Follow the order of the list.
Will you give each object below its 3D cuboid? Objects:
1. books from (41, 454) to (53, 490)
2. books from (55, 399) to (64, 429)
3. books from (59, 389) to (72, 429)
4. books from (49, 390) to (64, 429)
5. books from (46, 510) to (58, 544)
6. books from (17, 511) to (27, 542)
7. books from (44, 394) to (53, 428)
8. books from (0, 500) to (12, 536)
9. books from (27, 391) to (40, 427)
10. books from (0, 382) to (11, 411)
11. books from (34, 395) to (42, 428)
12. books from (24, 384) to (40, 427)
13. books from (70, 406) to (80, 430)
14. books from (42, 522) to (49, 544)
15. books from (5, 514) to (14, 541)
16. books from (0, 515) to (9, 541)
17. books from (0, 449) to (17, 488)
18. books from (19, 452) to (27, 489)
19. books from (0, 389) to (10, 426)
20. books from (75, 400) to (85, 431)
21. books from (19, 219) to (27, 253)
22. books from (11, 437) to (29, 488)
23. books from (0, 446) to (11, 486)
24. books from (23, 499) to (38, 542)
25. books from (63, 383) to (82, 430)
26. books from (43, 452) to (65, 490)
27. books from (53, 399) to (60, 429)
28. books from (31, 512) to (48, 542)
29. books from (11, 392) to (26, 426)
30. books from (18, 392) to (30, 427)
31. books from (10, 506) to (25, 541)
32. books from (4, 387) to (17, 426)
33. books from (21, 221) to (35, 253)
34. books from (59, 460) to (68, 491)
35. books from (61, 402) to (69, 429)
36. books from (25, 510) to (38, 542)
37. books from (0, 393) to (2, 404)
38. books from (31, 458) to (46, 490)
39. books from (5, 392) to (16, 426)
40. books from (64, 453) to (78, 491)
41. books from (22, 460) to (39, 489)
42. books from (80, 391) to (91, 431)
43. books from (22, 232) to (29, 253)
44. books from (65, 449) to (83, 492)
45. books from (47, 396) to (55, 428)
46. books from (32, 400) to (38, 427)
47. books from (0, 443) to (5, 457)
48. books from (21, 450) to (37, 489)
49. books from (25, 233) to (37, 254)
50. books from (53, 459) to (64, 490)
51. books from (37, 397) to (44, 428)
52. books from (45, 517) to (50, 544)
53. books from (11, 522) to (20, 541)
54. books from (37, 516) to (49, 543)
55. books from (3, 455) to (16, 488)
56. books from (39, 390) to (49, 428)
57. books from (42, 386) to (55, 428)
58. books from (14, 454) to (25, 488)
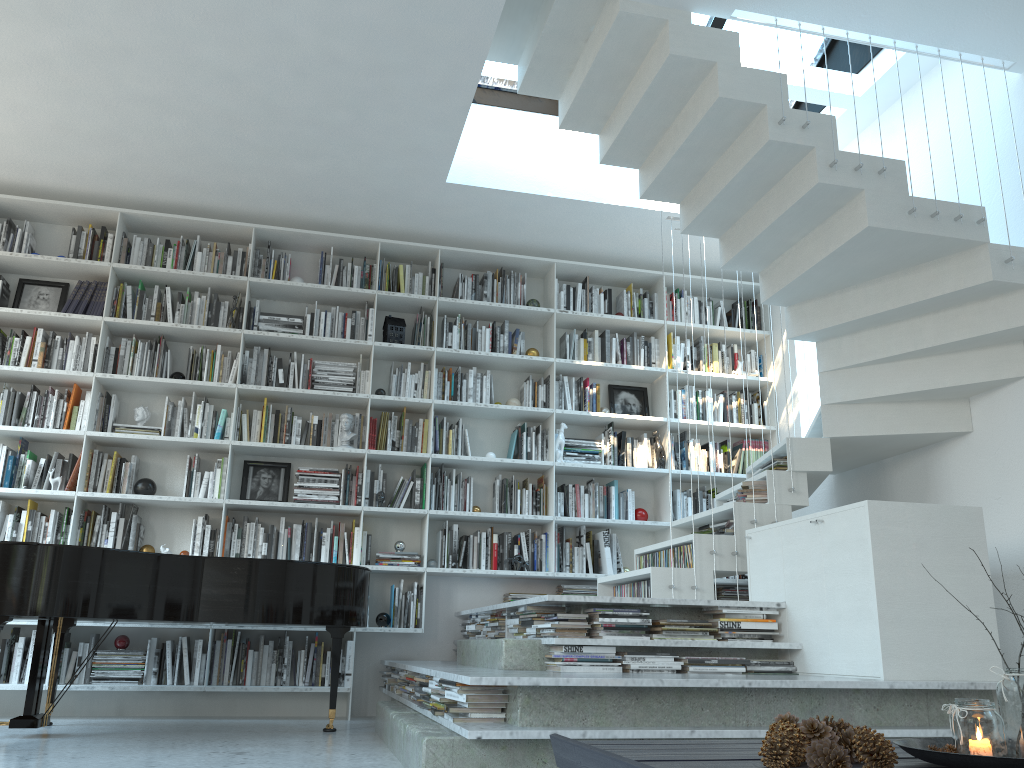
[{"bbox_3d":[-2.846,0.561,5.432,0.013,0.241,0.141,5,-16,-12],"label":"books"},{"bbox_3d":[-2.810,0.222,5.536,0.021,0.220,0.149,5,-17,-12],"label":"books"},{"bbox_3d":[-2.794,0.190,5.554,0.015,0.292,0.144,5,-16,-12],"label":"books"},{"bbox_3d":[-2.835,0.188,5.520,0.015,0.274,0.157,5,-16,-12],"label":"books"},{"bbox_3d":[-2.757,0.901,5.332,0.021,0.264,0.186,5,-17,-12],"label":"books"},{"bbox_3d":[-2.913,0.897,5.306,0.026,0.253,0.177,5,-17,-12],"label":"books"},{"bbox_3d":[-2.879,0.201,5.526,0.011,0.251,0.139,5,-16,-12],"label":"books"},{"bbox_3d":[-3.042,0.860,5.283,0.012,0.305,0.190,5,-16,-12],"label":"books"},{"bbox_3d":[-2.961,0.191,5.504,0.021,0.256,0.156,5,-16,-12],"label":"books"},{"bbox_3d":[-3.119,0.156,5.463,0.011,0.292,0.184,5,-16,-12],"label":"books"},{"bbox_3d":[-2.921,0.203,5.496,0.013,0.228,0.177,5,-17,-12],"label":"books"},{"bbox_3d":[-2.975,0.166,5.497,0.013,0.299,0.152,5,-16,-12],"label":"books"},{"bbox_3d":[-2.723,0.245,5.544,0.030,0.183,0.152,5,-17,-12],"label":"books"},{"bbox_3d":[-2.795,0.939,5.336,0.023,0.193,0.140,5,-17,-12],"label":"books"},{"bbox_3d":[-2.980,0.903,5.288,0.027,0.229,0.159,5,-17,-12],"label":"books"},{"bbox_3d":[-3.019,0.904,5.296,0.045,0.229,0.138,5,-16,-12],"label":"books"},{"bbox_3d":[-3.050,0.536,5.383,0.031,0.254,0.143,5,-16,-12],"label":"books"},{"bbox_3d":[-2.956,0.548,5.407,0.022,0.248,0.129,5,-16,-12],"label":"books"},{"bbox_3d":[-3.102,0.177,5.452,0.021,0.246,0.189,5,-17,-12],"label":"books"},{"bbox_3d":[-2.694,0.228,5.557,0.031,0.222,0.145,5,-16,-12],"label":"books"},{"bbox_3d":[-3.166,-0.906,5.764,0.007,0.300,0.146,5,-16,-12],"label":"books"},{"bbox_3d":[-3.001,0.503,5.409,0.011,0.335,0.154,5,-16,-12],"label":"books"},{"bbox_3d":[-3.075,0.523,5.372,0.024,0.272,0.151,5,-16,-12],"label":"books"},{"bbox_3d":[-2.891,0.865,5.318,0.021,0.322,0.172,5,-16,-12],"label":"books"},{"bbox_3d":[-2.753,0.173,5.554,0.035,0.324,0.170,5,-16,-12],"label":"books"},{"bbox_3d":[-2.807,0.554,5.429,0.060,0.254,0.159,5,-16,-12],"label":"books"},{"bbox_3d":[-2.825,0.221,5.528,0.012,0.216,0.160,5,-17,-12],"label":"books"},{"bbox_3d":[-2.840,0.904,5.316,0.028,0.248,0.159,5,-16,-12],"label":"books"},{"bbox_3d":[-3.039,0.188,5.475,0.023,0.241,0.185,5,-17,-12],"label":"books"},{"bbox_3d":[-3.009,0.189,5.501,0.048,0.255,0.142,5,-16,-12],"label":"books"},{"bbox_3d":[-2.960,0.879,5.298,0.014,0.281,0.150,5,-16,-12],"label":"books"},{"bbox_3d":[-3.090,0.172,5.476,0.011,0.270,0.158,5,-16,-12],"label":"books"},{"bbox_3d":[-3.158,-0.897,5.776,0.015,0.292,0.131,5,-16,-12],"label":"books"},{"bbox_3d":[-2.736,0.583,5.441,0.027,0.209,0.144,5,-17,-12],"label":"books"},{"bbox_3d":[-2.778,0.230,5.531,0.013,0.203,0.162,5,-17,-12],"label":"books"},{"bbox_3d":[-2.866,0.895,5.307,0.028,0.259,0.181,5,-17,-12],"label":"books"},{"bbox_3d":[-3.132,0.186,5.453,0.014,0.229,0.148,5,-16,-12],"label":"books"},{"bbox_3d":[-2.880,0.572,5.421,0.056,0.213,0.143,5,-17,-12],"label":"books"},{"bbox_3d":[-3.069,0.185,5.460,0.024,0.236,0.167,5,-17,-12],"label":"books"},{"bbox_3d":[-2.712,0.565,5.455,0.021,0.250,0.154,5,-16,-12],"label":"books"},{"bbox_3d":[-2.914,0.571,5.378,0.029,0.189,0.189,5,-17,-12],"label":"books"},{"bbox_3d":[-2.666,0.202,5.576,0.027,0.285,0.148,5,-16,-12],"label":"books"},{"bbox_3d":[-3.141,-0.857,5.750,0.014,0.201,0.171,5,-17,-12],"label":"books"},{"bbox_3d":[-2.653,0.547,5.432,0.082,0.275,0.229,5,-17,-12],"label":"books"},{"bbox_3d":[-2.862,0.210,5.538,0.028,0.241,0.132,5,-16,-12],"label":"books"},{"bbox_3d":[-2.941,0.217,5.502,0.021,0.204,0.130,5,-16,-12],"label":"books"},{"bbox_3d":[-3.092,0.516,5.371,0.012,0.284,0.160,5,-16,-12],"label":"books"},{"bbox_3d":[-2.936,0.543,5.393,0.011,0.249,0.172,5,-17,-12],"label":"books"},{"bbox_3d":[-3.131,-0.857,5.764,0.013,0.209,0.137,5,-16,-12],"label":"books"},{"bbox_3d":[-2.761,0.578,5.425,0.030,0.207,0.173,5,-17,-12],"label":"books"},{"bbox_3d":[-2.911,0.208,5.510,0.013,0.227,0.152,5,-17,-12],"label":"books"},{"bbox_3d":[-2.777,0.914,5.342,0.010,0.245,0.160,5,-16,-12],"label":"books"},{"bbox_3d":[-2.938,0.926,5.281,0.029,0.181,0.190,5,-17,-12],"label":"books"},{"bbox_3d":[-2.817,0.919,5.333,0.025,0.228,0.153,5,-17,-12],"label":"books"},{"bbox_3d":[-3.014,0.553,5.356,0.029,0.207,0.190,5,-17,-12],"label":"books"},{"bbox_3d":[-2.898,0.187,5.514,0.012,0.271,0.146,5,-16,-12],"label":"books"},{"bbox_3d":[-2.890,0.177,5.535,0.011,0.303,0.130,5,-16,-12],"label":"books"},{"bbox_3d":[-2.983,0.556,5.405,0.030,0.230,0.148,5,-16,-12],"label":"books"}]
